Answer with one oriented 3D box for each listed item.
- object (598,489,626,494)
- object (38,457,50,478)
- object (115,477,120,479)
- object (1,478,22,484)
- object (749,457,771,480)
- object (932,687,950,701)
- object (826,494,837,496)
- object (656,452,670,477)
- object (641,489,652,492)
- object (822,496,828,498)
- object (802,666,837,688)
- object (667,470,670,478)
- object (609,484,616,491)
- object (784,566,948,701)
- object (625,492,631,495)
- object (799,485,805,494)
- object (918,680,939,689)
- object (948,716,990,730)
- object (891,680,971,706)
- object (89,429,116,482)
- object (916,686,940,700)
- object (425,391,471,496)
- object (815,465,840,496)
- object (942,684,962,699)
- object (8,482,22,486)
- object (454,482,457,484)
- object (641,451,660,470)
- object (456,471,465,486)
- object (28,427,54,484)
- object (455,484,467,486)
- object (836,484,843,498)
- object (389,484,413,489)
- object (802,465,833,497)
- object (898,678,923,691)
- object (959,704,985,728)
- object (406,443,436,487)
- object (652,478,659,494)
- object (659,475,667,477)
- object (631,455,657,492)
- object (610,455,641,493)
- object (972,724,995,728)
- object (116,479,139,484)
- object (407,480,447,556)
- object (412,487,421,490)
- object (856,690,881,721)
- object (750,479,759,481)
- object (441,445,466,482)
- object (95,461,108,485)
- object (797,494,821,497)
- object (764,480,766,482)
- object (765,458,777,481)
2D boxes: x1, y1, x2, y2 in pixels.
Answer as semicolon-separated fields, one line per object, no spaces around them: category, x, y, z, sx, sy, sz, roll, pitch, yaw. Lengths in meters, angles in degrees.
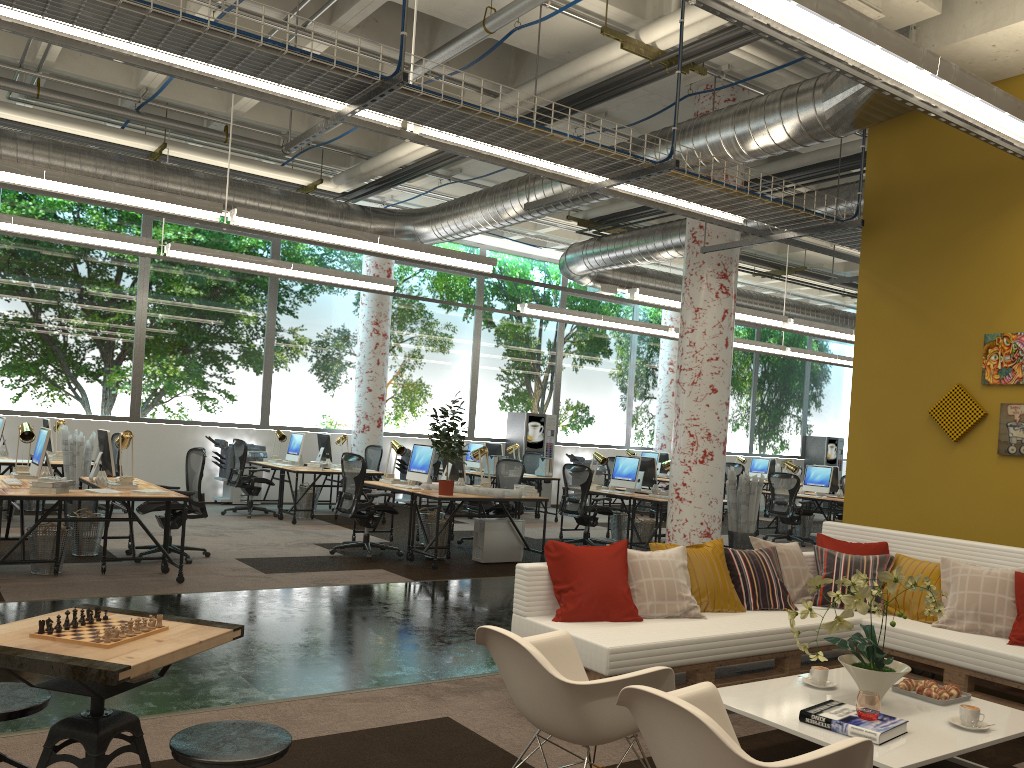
object;1.312;1.415;11.652;0.119;0.017;0.438;6;-4;-35
object;-4.235;0.766;8.019;0.101;0.209;0.101;4;-1;10
object;-3.800;0.914;8.605;0.106;0.029;0.059;6;-3;-34
object;-4.293;0.836;7.601;0.119;0.017;0.438;6;-4;-35
object;5.309;1.825;18.939;0.190;0.485;0.483;4;-1;-35
object;1.999;1.443;4.126;0.064;0.055;0.121;4;-2;-13
object;5.296;1.829;14.585;0.119;0.017;0.438;6;-4;-35
object;2.936;1.599;17.593;0.190;0.485;0.483;4;-1;-35
object;1.987;1.497;12.383;0.119;0.017;0.438;6;-4;-35
object;4.803;1.738;13.582;0.106;0.029;0.059;6;-3;-34
object;1.471;1.398;4.233;0.160;0.090;0.160;4;-2;-10
object;3.071;1.730;17.282;0.101;0.209;0.101;4;-1;10
object;1.370;1.345;12.070;0.101;0.209;0.101;4;-1;10
object;1.622;1.133;4.002;0.789;0.616;0.417;5;-1;-23
object;1.494;1.406;11.379;0.106;0.029;0.059;6;-3;-34
object;4.679;1.678;14.272;0.101;0.209;0.101;4;-1;10
object;2.014;1.451;4.258;0.064;0.055;0.121;4;-2;-13
object;1.926;1.437;3.735;0.160;0.020;0.161;3;-3;19
object;1.984;1.462;4.194;0.267;0.026;0.267;6;-4;-35
object;-3.800;0.667;8.225;0.190;0.485;0.483;4;-1;-35
object;1.925;1.438;4.129;0.070;0.060;0.131;4;-2;-13
object;-0.667;0.599;9.067;0.439;1.077;0.513;4;-1;-44
object;5.115;1.579;14.478;0.190;0.485;0.483;4;-1;-35
object;2.084;1.451;4.184;0.072;0.062;0.136;3;-2;12
object;-4.111;0.827;7.328;0.106;0.029;0.059;6;-3;-34
object;-0.716;1.209;10.803;0.106;0.029;0.059;6;-3;-34
object;2.654;1.554;17.075;0.190;0.485;0.483;4;-1;-35
object;-0.580;1.093;10.112;0.101;0.209;0.101;4;-1;10
object;-4.082;0.621;7.708;0.190;0.485;0.483;4;-1;-35
object;-0.534;1.213;10.530;0.119;0.017;0.438;6;-4;-35
object;5.250;1.709;14.167;0.101;0.209;0.101;4;-1;10
object;-1.209;1.131;9.799;0.119;0.017;0.438;6;-4;-35
object;4.833;1.533;13.961;0.190;0.485;0.483;4;-1;-35
object;1.896;1.440;4.230;0.135;0.061;0.072;4;-2;-15
object;1.933;1.400;3.735;0.086;0.085;0.079;4;-1;-6
object;-0.998;0.917;9.906;0.190;0.485;0.483;4;-1;-35
object;1.941;1.377;11.965;0.101;0.209;0.101;4;-1;10
object;3.117;1.850;17.700;0.119;0.017;0.438;6;-4;-35
object;1.805;1.246;12.276;0.190;0.485;0.483;4;-1;-35
object;1.523;1.201;11.758;0.190;0.485;0.483;4;-1;-35
object;1.970;1.429;3.692;0.132;0.011;0.027;5;-3;-18
object;-3.618;0.918;8.332;0.119;0.017;0.438;6;-4;-35
object;-0.937;1.423;9.932;0.105;0.933;0.847;4;-1;-40
object;-1.027;1.122;9.526;0.106;0.029;0.059;6;-3;-34
object;1.449;1.310;3.604;0.094;0.106;0.094;3;-1;16
object;5.097;2.039;18.833;0.119;0.017;0.438;6;-4;-35
object;-0.716;0.962;10.423;0.190;0.485;0.483;4;-1;-35
object;-3.664;0.798;7.914;0.101;0.209;0.101;4;-1;10
object;4.621;1.747;13.854;0.119;0.017;0.438;6;-4;-35
object;5.280;2.030;18.560;0.106;0.029;0.059;6;-3;-34
object;5.591;1.871;19.457;0.190;0.485;0.483;4;-1;-35
